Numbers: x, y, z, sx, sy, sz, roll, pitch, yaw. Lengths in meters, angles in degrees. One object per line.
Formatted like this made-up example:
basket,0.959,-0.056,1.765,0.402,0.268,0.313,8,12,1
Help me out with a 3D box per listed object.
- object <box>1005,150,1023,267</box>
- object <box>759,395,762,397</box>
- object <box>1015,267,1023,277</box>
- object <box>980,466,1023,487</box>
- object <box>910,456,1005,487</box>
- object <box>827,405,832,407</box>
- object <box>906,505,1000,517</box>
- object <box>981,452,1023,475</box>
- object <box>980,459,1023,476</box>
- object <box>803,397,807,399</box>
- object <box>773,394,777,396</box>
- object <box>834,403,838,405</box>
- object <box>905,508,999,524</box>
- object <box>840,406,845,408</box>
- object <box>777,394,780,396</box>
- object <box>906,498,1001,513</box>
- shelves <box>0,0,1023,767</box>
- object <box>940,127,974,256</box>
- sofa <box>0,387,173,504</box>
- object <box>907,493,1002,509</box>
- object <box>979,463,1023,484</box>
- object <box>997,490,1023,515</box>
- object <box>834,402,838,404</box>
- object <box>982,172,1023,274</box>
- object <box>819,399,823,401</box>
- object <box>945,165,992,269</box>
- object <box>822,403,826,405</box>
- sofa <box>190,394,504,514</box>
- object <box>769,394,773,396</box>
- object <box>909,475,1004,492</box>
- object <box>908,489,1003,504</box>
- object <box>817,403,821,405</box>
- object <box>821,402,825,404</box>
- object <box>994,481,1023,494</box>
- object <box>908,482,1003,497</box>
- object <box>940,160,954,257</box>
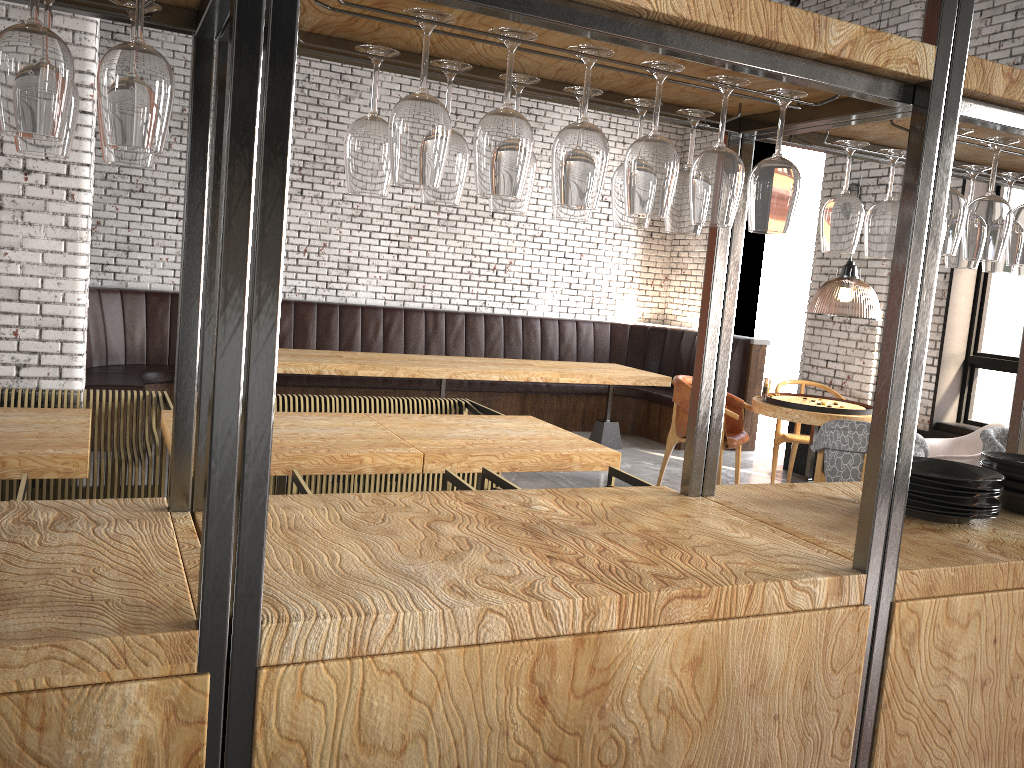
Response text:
object,1.203,-0.406,2.048,0.101,0.267,0.101,8,7,28
object,1.908,0.095,6.796,0.032,0.010,0.032,8,7,25
object,1.476,-0.435,2.489,0.101,0.267,0.101,8,7,28
object,1.406,0.284,2.403,0.257,0.075,0.257,5,7,0
object,1.083,0.228,2.265,0.306,0.039,0.306,-1,9,-42
object,2.263,0.160,6.321,0.032,0.010,0.032,8,7,25
object,1.076,0.306,2.275,0.305,0.041,0.306,4,7,-8
object,1.409,0.237,2.398,0.257,0.076,0.257,7,7,12
object,1.408,0.262,2.401,0.257,0.072,0.257,2,8,-25
object,2.217,0.109,6.704,0.032,0.010,0.032,8,7,25
object,2.018,0.082,6.800,0.032,0.010,0.032,8,7,25
object,2.372,0.149,6.492,0.032,0.010,0.032,8,7,25
object,1.075,0.317,2.275,0.306,0.034,0.306,7,7,12
object,2.368,0.164,6.359,0.032,0.010,0.032,8,7,25
object,2.045,0.082,6.822,0.032,0.010,0.032,8,7,25
object,1.078,0.292,2.273,0.306,0.044,0.306,2,8,-24
shelves,0.157,-1.146,1.627,3.658,5.008,0.691,2,6,-25
object,0.937,-0.415,1.922,0.101,0.267,0.101,6,6,6
sofa,-2.692,0.422,4.445,1.805,0.729,0.642,2,7,-25
object,1.080,0.283,2.273,0.306,0.046,0.306,8,7,22
object,1.407,0.266,2.402,0.257,0.072,0.257,10,8,36
object,1.403,0.315,2.407,0.257,0.067,0.257,1,8,-33
object,2.402,0.141,6.574,0.032,0.010,0.032,8,7,25
object,1.351,-0.439,2.430,0.101,0.267,0.101,8,7,28
object,2.341,0.119,6.714,0.032,0.010,0.032,8,7,25
object,1.217,-0.443,2.368,0.101,0.267,0.101,8,7,28
object,2.256,0.148,6.411,0.032,0.010,0.032,8,7,25
sofa,-1.013,0.477,5.234,1.805,0.729,0.642,2,7,-25
object,1.973,0.089,6.746,0.032,0.020,0.031,9,7,29
object,1.083,0.243,2.267,0.305,0.048,0.306,5,7,0
object,1.079,0.268,2.271,0.306,0.042,0.306,8,7,22
object,2.219,0.145,6.408,0.032,0.010,0.032,8,7,25
object,2.283,0.139,6.504,0.032,0.010,0.032,8,7,25
object,1.406,0.291,2.404,0.257,0.075,0.257,2,7,-25
object,1.081,0.254,2.269,0.306,0.037,0.306,2,8,-24
object,1.084,-0.448,2.305,0.101,0.267,0.101,8,7,28
